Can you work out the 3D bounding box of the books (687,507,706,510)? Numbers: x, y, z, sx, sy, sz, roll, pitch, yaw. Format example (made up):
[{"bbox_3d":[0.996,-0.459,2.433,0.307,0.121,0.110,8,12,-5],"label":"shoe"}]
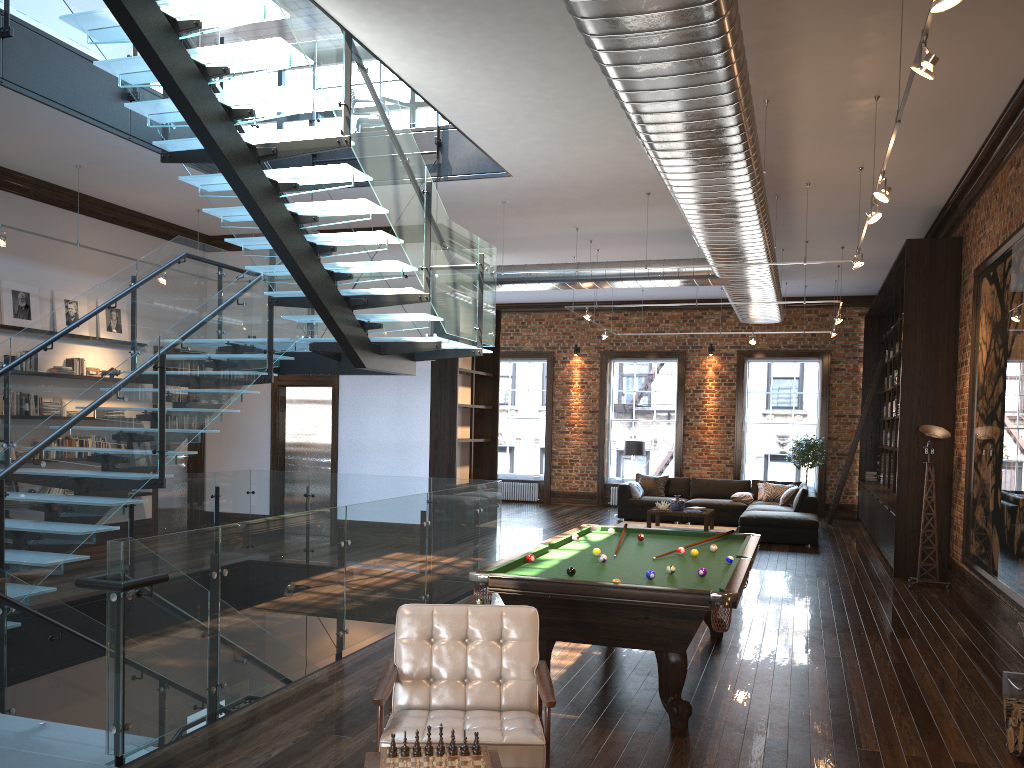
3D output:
[{"bbox_3d":[3.099,2.090,14.909,0.262,0.028,0.205,3,-3,-39],"label":"books"}]

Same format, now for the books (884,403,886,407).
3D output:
[{"bbox_3d":[7.221,0.523,16.988,0.187,0.298,0.016,2,2,18],"label":"books"}]

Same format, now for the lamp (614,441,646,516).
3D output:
[{"bbox_3d":[2.230,1.822,16.969,0.419,1.470,0.686,0,2,-42],"label":"lamp"}]

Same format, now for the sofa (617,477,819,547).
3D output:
[{"bbox_3d":[3.436,2.101,15.332,3.498,0.805,3.451,1,-3,18],"label":"sofa"}]

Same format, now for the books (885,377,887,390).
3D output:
[{"bbox_3d":[7.185,0.017,16.834,0.179,0.287,0.024,2,2,18],"label":"books"}]

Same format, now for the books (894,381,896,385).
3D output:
[{"bbox_3d":[6.676,-0.047,15.253,0.181,0.242,0.035,1,2,18],"label":"books"}]

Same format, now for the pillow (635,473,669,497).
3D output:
[{"bbox_3d":[2.632,1.931,16.943,0.700,0.441,0.304,1,0,18],"label":"pillow"}]

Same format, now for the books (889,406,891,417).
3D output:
[{"bbox_3d":[6.715,0.489,15.492,0.235,0.203,0.046,1,2,18],"label":"books"}]

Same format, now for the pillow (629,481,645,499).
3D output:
[{"bbox_3d":[2.345,1.986,16.632,0.243,0.306,0.573,1,-1,19],"label":"pillow"}]

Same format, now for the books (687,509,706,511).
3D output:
[{"bbox_3d":[3.099,2.117,14.918,0.262,0.024,0.205,3,-3,-37],"label":"books"}]

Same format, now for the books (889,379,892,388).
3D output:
[{"bbox_3d":[6.961,0.019,16.143,0.185,0.211,0.069,1,2,18],"label":"books"}]

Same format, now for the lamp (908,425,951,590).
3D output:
[{"bbox_3d":[4.680,1.367,9.872,0.424,1.831,0.505,2,2,23],"label":"lamp"}]

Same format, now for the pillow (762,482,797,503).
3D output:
[{"bbox_3d":[4.830,1.957,15.998,0.611,0.362,0.288,1,0,22],"label":"pillow"}]

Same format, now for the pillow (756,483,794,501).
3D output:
[{"bbox_3d":[4.816,1.992,16.192,0.702,0.339,0.270,1,0,19],"label":"pillow"}]

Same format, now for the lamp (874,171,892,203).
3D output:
[{"bbox_3d":[2.607,-1.396,6.244,0.114,0.230,0.113,0,2,-43],"label":"lamp"}]

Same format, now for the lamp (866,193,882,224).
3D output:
[{"bbox_3d":[2.813,-1.361,6.877,0.114,0.230,0.113,1,1,-3],"label":"lamp"}]

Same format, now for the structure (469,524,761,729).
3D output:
[{"bbox_3d":[0.906,1.600,6.335,1.551,0.852,2.958,1,-2,18],"label":"structure"}]

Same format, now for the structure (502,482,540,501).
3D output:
[{"bbox_3d":[0.010,2.403,19.901,1.300,0.396,0.215,1,1,18],"label":"structure"}]

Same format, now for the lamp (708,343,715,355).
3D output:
[{"bbox_3d":[4.118,-0.717,18.337,0.126,0.237,0.155,2,1,18],"label":"lamp"}]

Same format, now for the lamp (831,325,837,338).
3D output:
[{"bbox_3d":[5.528,-0.906,15.201,0.114,0.230,0.113,1,1,-33],"label":"lamp"}]

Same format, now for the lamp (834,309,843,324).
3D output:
[{"bbox_3d":[4.903,-1.010,13.295,0.113,0.230,0.113,1,1,-6],"label":"lamp"}]

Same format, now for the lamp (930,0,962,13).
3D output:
[{"bbox_3d":[1.683,-1.559,3.428,0.117,0.213,0.117,1,1,-30],"label":"lamp"}]

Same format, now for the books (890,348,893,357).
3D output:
[{"bbox_3d":[6.992,-0.521,16.195,0.190,0.280,0.017,2,2,18],"label":"books"}]

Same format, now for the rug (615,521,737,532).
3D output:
[{"bbox_3d":[2.673,2.464,14.898,2.020,0.003,2.115,0,-3,18],"label":"rug"}]

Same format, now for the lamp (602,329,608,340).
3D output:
[{"bbox_3d":[1.727,-0.935,16.442,0.113,0.230,0.113,1,1,-31],"label":"lamp"}]

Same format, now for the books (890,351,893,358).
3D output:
[{"bbox_3d":[6.973,-0.492,16.118,0.173,0.214,0.024,1,2,18],"label":"books"}]

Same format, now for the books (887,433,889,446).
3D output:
[{"bbox_3d":[7.030,1.031,16.457,0.212,0.233,0.019,1,2,18],"label":"books"}]

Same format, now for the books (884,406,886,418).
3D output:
[{"bbox_3d":[7.020,0.528,16.422,0.231,0.225,0.024,1,2,18],"label":"books"}]

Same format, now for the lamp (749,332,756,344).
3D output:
[{"bbox_3d":[4.519,-0.861,16.648,0.113,0.230,0.113,1,1,-13],"label":"lamp"}]

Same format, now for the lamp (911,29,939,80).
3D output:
[{"bbox_3d":[1.897,-1.514,4.083,0.114,0.230,0.113,1,1,-8],"label":"lamp"}]

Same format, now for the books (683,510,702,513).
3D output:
[{"bbox_3d":[2.974,2.100,14.593,0.262,0.024,0.205,2,-3,-4],"label":"books"}]

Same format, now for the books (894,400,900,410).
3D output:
[{"bbox_3d":[6.596,0.423,15.066,0.188,0.288,0.013,2,2,18],"label":"books"}]

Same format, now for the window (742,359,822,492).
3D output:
[{"bbox_3d":[5.567,0.858,18.332,1.519,2.759,0.154,2,2,18],"label":"window"}]

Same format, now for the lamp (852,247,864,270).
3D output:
[{"bbox_3d":[3.453,-1.254,8.840,0.113,0.230,0.114,2,1,32],"label":"lamp"}]

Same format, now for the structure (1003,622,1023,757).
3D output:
[{"bbox_3d":[2.918,1.525,4.601,0.537,0.921,0.927,2,0,19],"label":"structure"}]

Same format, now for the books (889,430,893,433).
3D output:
[{"bbox_3d":[7.060,1.004,16.419,0.159,0.286,0.014,2,2,18],"label":"books"}]

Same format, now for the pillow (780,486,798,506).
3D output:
[{"bbox_3d":[4.845,1.968,15.503,0.313,0.356,0.629,1,-1,18],"label":"pillow"}]

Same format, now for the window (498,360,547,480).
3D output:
[{"bbox_3d":[0.133,0.816,20.106,1.519,2.759,0.154,2,2,18],"label":"window"}]

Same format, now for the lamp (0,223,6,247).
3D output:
[{"bbox_3d":[-5.011,-1.457,8.677,0.114,0.230,0.113,1,1,-28],"label":"lamp"}]

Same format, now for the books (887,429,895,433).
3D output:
[{"bbox_3d":[7.085,1.002,16.566,0.165,0.304,0.013,2,2,18],"label":"books"}]

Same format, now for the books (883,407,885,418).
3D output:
[{"bbox_3d":[7.197,0.550,16.933,0.188,0.237,0.025,1,2,18],"label":"books"}]

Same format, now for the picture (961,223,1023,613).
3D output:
[{"bbox_3d":[4.213,0.256,7.564,0.080,3.007,3.201,2,0,18],"label":"picture"}]

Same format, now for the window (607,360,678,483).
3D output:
[{"bbox_3d":[2.849,0.837,19.219,1.519,2.759,0.154,2,2,18],"label":"window"}]

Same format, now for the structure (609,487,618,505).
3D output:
[{"bbox_3d":[2.724,2.424,19.015,1.300,0.396,0.215,1,1,18],"label":"structure"}]

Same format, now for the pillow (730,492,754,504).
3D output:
[{"bbox_3d":[4.201,2.074,16.176,0.409,0.204,0.611,1,-2,16],"label":"pillow"}]

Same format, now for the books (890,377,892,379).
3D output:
[{"bbox_3d":[6.975,0.000,16.159,0.166,0.250,0.079,2,2,18],"label":"books"}]

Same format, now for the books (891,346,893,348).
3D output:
[{"bbox_3d":[7.088,-0.536,16.440,0.167,0.339,0.016,2,2,18],"label":"books"}]

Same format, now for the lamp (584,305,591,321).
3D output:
[{"bbox_3d":[1.147,-1.085,13.543,0.114,0.230,0.113,2,2,39],"label":"lamp"}]

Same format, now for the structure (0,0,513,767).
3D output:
[{"bbox_3d":[-2.705,0.199,6.861,3.573,14.526,7.037,2,1,18],"label":"structure"}]

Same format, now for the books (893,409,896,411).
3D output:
[{"bbox_3d":[6.496,0.440,14.815,0.198,0.017,0.354,0,-3,18],"label":"books"}]

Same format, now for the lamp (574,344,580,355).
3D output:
[{"bbox_3d":[1.396,-0.738,19.226,0.126,0.237,0.155,2,1,18],"label":"lamp"}]

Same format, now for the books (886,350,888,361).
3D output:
[{"bbox_3d":[7.042,-0.496,16.403,0.234,0.253,0.028,1,2,18],"label":"books"}]
